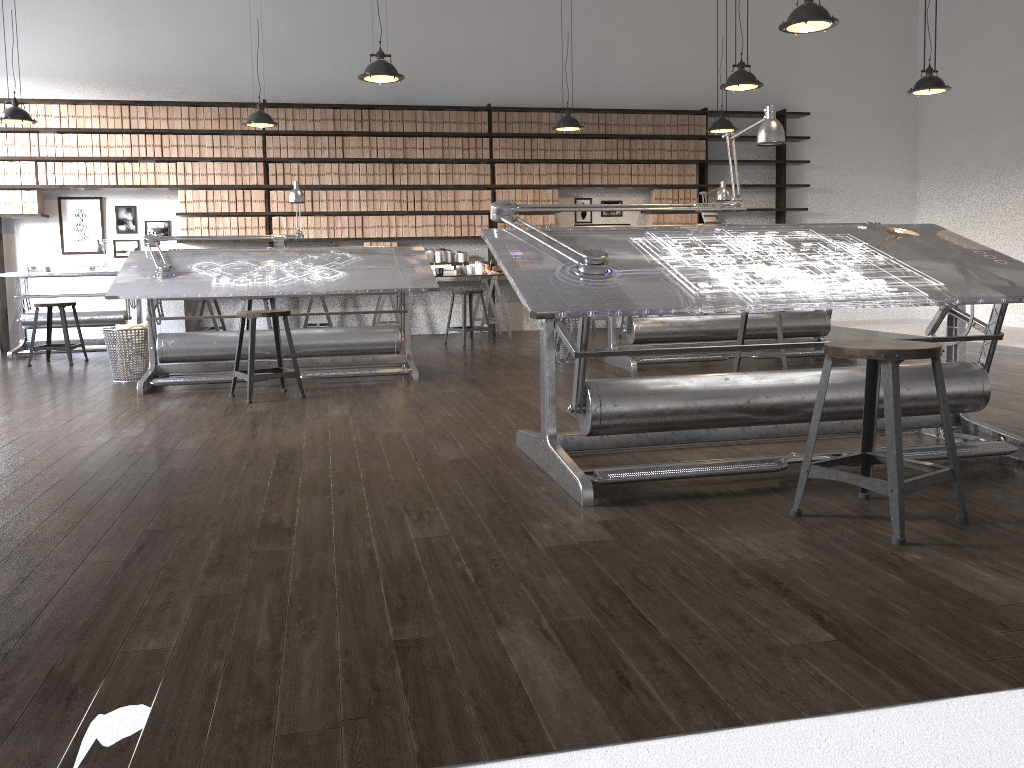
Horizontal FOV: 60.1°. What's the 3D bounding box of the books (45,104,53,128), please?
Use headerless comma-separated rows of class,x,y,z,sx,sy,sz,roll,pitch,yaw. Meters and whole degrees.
books,-4.486,-2.596,8.635,0.067,0.224,0.175,-2,6,-12

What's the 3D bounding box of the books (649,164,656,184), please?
books,1.552,-2.348,9.958,0.067,0.224,0.175,-2,6,-12

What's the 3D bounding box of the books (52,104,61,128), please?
books,-4.425,-2.599,8.647,0.067,0.224,0.175,-2,6,-12

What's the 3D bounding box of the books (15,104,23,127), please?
books,-4.756,-2.583,8.575,0.067,0.224,0.175,-2,6,-12

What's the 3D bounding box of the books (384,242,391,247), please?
books,-1.326,-1.392,9.410,0.067,0.224,0.175,-2,6,-12

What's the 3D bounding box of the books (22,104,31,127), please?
books,-4.687,-2.587,8.594,0.067,0.224,0.175,-2,6,-12

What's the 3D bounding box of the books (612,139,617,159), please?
books,1.108,-2.593,9.841,0.067,0.224,0.175,-2,6,-12

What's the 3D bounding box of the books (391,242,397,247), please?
books,-1.258,-1.396,9.430,0.067,0.224,0.175,-2,6,-12

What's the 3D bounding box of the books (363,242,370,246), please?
books,-1.531,-1.382,9.365,0.067,0.225,0.175,-2,6,-12

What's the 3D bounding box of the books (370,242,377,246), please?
books,-1.466,-1.386,9.385,0.067,0.224,0.175,-2,6,-12

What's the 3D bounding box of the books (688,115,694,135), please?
books,1.996,-2.912,10.008,0.067,0.224,0.175,-2,6,-12

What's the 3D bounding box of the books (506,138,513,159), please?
books,-0.043,-2.537,9.593,0.067,0.225,0.175,-2,6,-12

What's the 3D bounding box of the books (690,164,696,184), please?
books,2.023,-2.371,10.054,0.067,0.224,0.175,-2,6,-12

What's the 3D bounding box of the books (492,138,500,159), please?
books,-0.185,-2.530,9.567,0.067,0.224,0.175,-2,6,-12

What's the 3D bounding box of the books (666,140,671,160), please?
books,1.729,-2.623,9.972,0.067,0.224,0.175,-2,6,-12

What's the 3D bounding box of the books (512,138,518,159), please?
books,0.018,-2.540,9.611,0.067,0.224,0.175,-2,6,-12

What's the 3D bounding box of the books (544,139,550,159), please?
books,0.366,-2.557,9.686,0.067,0.224,0.175,-2,6,-12

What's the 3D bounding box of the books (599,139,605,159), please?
books,0.976,-2.586,9.809,0.067,0.224,0.175,-2,6,-12

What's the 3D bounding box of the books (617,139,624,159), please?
books,1.181,-2.597,9.859,0.067,0.224,0.175,-2,6,-12

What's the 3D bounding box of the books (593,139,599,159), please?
books,0.905,-2.583,9.797,0.067,0.224,0.175,-2,6,-12

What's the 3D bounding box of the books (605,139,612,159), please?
books,1.047,-2.590,9.824,0.067,0.225,0.175,-2,6,-12

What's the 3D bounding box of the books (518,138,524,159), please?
books,0.081,-2.544,9.626,0.067,0.224,0.175,-2,6,-12

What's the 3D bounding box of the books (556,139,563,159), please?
books,0.502,-2.563,9.709,0.067,0.225,0.175,-2,6,-12

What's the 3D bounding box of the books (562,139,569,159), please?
books,0.567,-2.567,9.727,0.067,0.224,0.175,-2,6,-12

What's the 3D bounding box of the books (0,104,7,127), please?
books,-4.898,-2.576,8.544,0.067,0.225,0.175,-2,6,-12

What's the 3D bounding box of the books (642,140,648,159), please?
books,1.466,-2.611,9.919,0.067,0.224,0.175,-2,6,-12

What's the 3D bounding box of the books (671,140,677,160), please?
books,1.800,-2.627,9.985,0.067,0.225,0.175,-2,6,-12

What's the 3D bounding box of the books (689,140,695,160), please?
books,2.005,-2.636,10.027,0.067,0.225,0.175,-2,6,-12

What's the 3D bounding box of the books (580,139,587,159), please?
books,0.768,-2.577,9.770,0.067,0.224,0.175,-2,6,-12

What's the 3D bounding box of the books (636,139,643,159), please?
books,1.398,-2.607,9.900,0.067,0.224,0.175,-2,6,-12

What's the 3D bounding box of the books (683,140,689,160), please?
books,1.936,-2.634,10.020,0.067,0.224,0.175,-2,6,-12

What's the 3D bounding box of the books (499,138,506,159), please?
books,-0.114,-2.533,9.578,0.067,0.224,0.175,-2,6,-12

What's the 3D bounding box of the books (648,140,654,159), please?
books,1.535,-2.614,9.934,0.067,0.224,0.175,-2,6,-12

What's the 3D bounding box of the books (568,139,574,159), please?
books,0.629,-2.570,9.739,0.067,0.224,0.175,-2,6,-12

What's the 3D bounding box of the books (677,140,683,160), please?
books,1.868,-2.630,10.003,0.067,0.224,0.175,-2,6,-12

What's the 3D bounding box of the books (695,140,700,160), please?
books,2.069,-2.640,10.046,0.067,0.224,0.175,-2,6,-12

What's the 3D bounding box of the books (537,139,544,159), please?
books,0.298,-2.554,9.667,0.067,0.224,0.175,-2,6,-12

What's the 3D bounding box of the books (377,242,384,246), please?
books,-1.397,-1.390,9.400,0.067,0.224,0.175,-2,6,-12

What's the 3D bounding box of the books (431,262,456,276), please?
books,-0.734,-1.200,9.225,0.294,0.147,0.387,-3,8,-12

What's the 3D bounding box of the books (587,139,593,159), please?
books,0.835,-2.580,9.787,0.067,0.224,0.175,-2,6,-12

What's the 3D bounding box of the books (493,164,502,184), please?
books,-0.159,-2.265,9.595,0.067,0.224,0.175,-2,6,-12

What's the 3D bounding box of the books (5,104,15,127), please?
books,-4.826,-2.580,8.565,0.067,0.224,0.175,-2,6,-12

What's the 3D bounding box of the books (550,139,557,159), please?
books,0.435,-2.561,9.701,0.067,0.224,0.175,-2,6,-12

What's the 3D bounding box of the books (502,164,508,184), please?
books,-0.096,-2.267,9.603,0.067,0.225,0.175,-2,6,-12

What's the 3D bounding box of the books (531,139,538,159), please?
books,0.227,-2.551,9.657,0.067,0.224,0.175,-2,6,-12

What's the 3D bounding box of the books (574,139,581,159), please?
books,0.700,-2.573,9.752,0.067,0.225,0.175,-2,6,-12

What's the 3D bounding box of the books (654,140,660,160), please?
books,1.602,-2.617,9.942,0.067,0.225,0.175,-2,6,-12

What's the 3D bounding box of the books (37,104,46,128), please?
books,-4.551,-2.592,8.617,0.067,0.225,0.175,-2,6,-12

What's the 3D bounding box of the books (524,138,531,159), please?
books,0.155,-2.546,9.636,0.067,0.225,0.175,-2,6,-12

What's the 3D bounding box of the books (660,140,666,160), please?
books,1.667,-2.621,9.960,0.067,0.224,0.175,-2,6,-12

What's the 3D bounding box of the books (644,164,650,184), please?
books,1.483,-2.345,9.945,0.067,0.224,0.175,-2,6,-12

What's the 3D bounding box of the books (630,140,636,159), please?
books,1.327,-2.604,9.890,0.067,0.224,0.175,-2,6,-12

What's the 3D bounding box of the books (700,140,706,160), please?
books,2.131,-2.643,10.057,0.067,0.224,0.175,-2,6,-12

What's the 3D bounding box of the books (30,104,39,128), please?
books,-4.618,-2.590,8.609,0.067,0.224,0.175,-2,6,-12

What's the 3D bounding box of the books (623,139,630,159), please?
books,1.255,-2.600,9.869,0.067,0.225,0.175,-2,6,-12
